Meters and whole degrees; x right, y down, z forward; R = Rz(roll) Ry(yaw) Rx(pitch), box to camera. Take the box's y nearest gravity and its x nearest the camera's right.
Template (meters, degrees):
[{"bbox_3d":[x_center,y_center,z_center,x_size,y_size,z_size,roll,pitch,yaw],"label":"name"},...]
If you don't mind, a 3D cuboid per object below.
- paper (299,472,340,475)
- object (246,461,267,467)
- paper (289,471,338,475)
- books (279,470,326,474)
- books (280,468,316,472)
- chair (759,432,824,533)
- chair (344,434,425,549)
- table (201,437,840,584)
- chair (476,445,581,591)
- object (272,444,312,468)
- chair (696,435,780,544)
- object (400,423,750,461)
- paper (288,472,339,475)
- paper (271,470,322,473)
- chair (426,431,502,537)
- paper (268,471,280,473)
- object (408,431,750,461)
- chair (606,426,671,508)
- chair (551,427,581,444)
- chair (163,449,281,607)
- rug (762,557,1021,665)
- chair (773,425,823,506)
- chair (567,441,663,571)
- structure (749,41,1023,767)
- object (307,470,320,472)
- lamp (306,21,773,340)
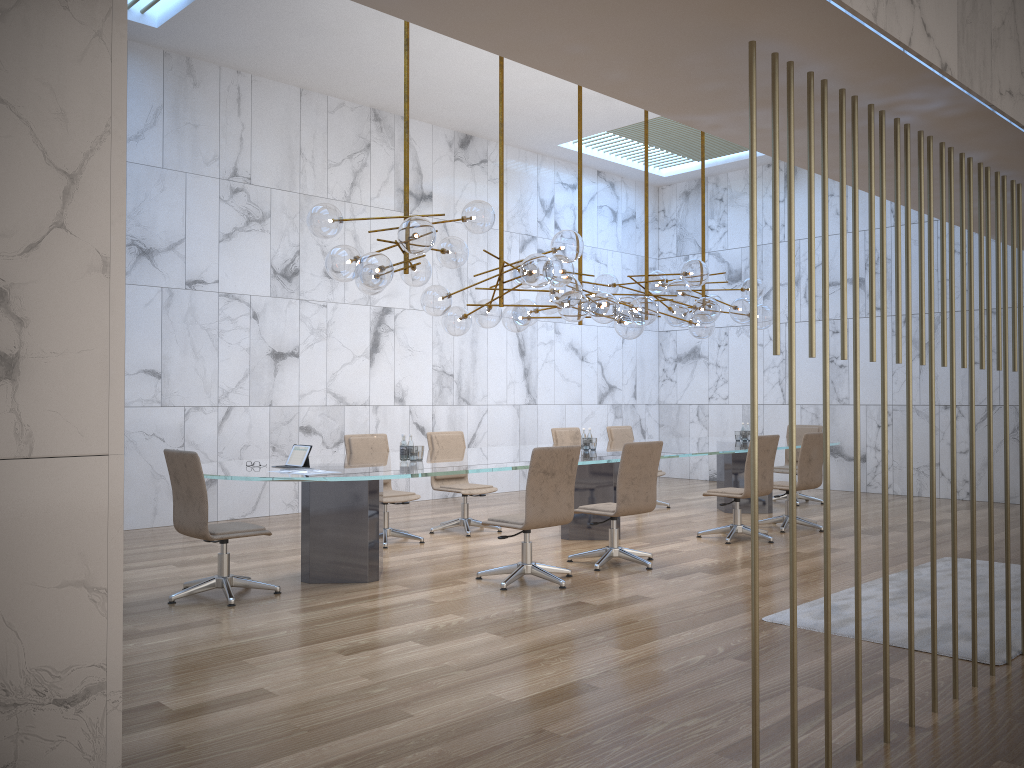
[{"bbox_3d":[-1.317,0.593,5.920,0.210,0.001,0.290,-1,-1,40],"label":"paper"},{"bbox_3d":[-1.878,0.585,6.522,0.134,0.037,0.096,0,-1,24],"label":"object"},{"bbox_3d":[-1.317,0.592,5.920,0.210,0.001,0.290,-1,-1,39],"label":"paper"},{"bbox_3d":[-1.414,0.589,5.994,0.239,0.012,0.205,-1,-1,33],"label":"books"},{"bbox_3d":[-1.466,0.585,6.069,0.126,0.012,0.205,-1,-1,43],"label":"books"},{"bbox_3d":[2.889,0.992,9.152,0.726,1.000,0.697,1,-1,-44],"label":"chair"},{"bbox_3d":[-1.209,0.977,8.290,0.726,1.000,0.697,1,-1,-45],"label":"chair"},{"bbox_3d":[0.744,1.060,8.632,7.924,0.835,2.092,1,-1,-44],"label":"table"},{"bbox_3d":[0.132,0.944,6.475,0.726,1.000,0.697,1,-1,-44],"label":"chair"},{"bbox_3d":[-1.601,0.523,6.428,0.205,0.159,0.255,1,-1,-44],"label":"object"},{"bbox_3d":[2.176,0.980,8.460,0.726,1.000,0.697,1,-1,-44],"label":"chair"},{"bbox_3d":[0.965,0.540,8.876,5.189,0.213,0.124,1,-1,-44],"label":"object"},{"bbox_3d":[-1.317,0.593,5.920,0.210,0.001,0.290,-1,-1,38],"label":"paper"},{"bbox_3d":[-1.486,0.595,6.080,0.210,0.001,0.290,-1,-1,44],"label":"paper"},{"bbox_3d":[-0.500,0.989,8.979,0.726,1.000,0.697,1,-1,-45],"label":"chair"},{"bbox_3d":[-1.499,0.596,6.083,0.210,0.001,0.290,-1,-1,43],"label":"paper"},{"bbox_3d":[0.989,0.587,8.831,5.112,0.117,0.183,1,-1,-44],"label":"object"},{"bbox_3d":[1.542,1.025,10.961,0.726,1.000,0.697,1,-1,-45],"label":"chair"},{"bbox_3d":[0.824,1.012,10.265,0.726,1.000,0.697,1,-1,-45],"label":"chair"},{"bbox_3d":[-1.980,0.935,6.000,0.697,1.000,0.726,1,-1,-44],"label":"chair"},{"bbox_3d":[3.027,1.418,5.920,3.025,0.034,1.320,1,-1,-45],"label":"rug"},{"bbox_3d":[3.653,1.034,11.459,0.697,1.000,0.726,1,-1,-44],"label":"chair"},{"bbox_3d":[0.849,0.956,7.171,0.726,1.000,0.697,1,-1,-44],"label":"chair"},{"bbox_3d":[3.341,0.193,5.284,7.223,2.456,0.023,1,-1,-44],"label":"structure"},{"bbox_3d":[-1.328,0.582,5.960,0.011,0.011,0.158,0,-1,21],"label":"object"},{"bbox_3d":[0.657,-1.754,8.601,5.672,2.716,1.557,1,-1,-44],"label":"lamp"}]
